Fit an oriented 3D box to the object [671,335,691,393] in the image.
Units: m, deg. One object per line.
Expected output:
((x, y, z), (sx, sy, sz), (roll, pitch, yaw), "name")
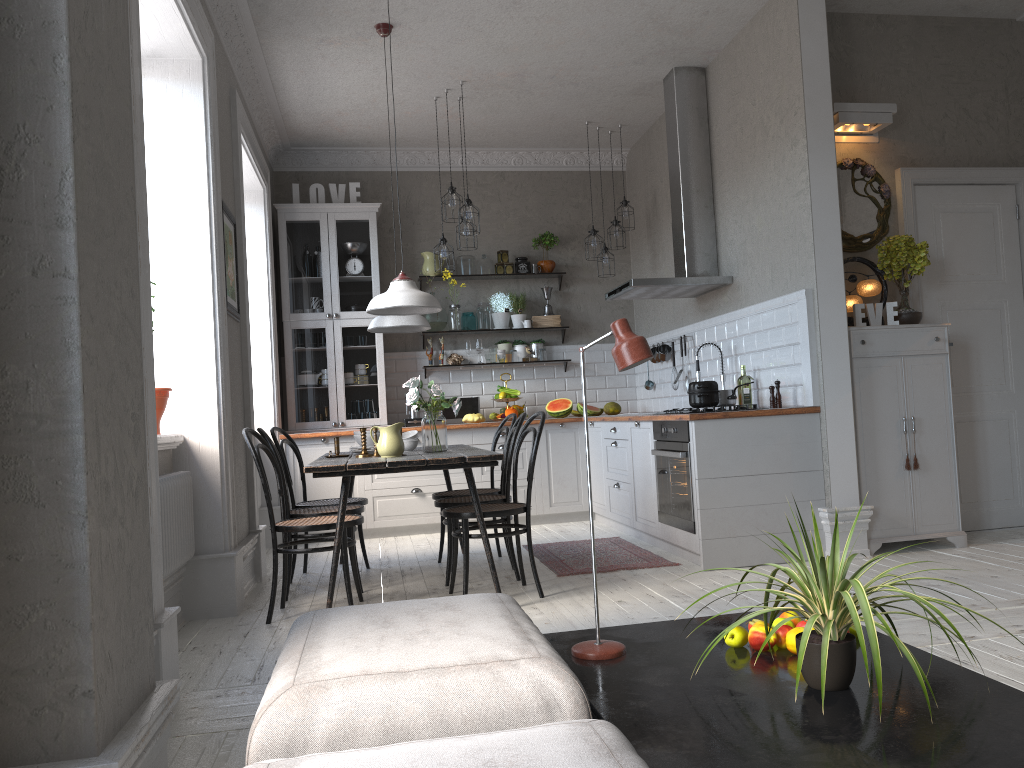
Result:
((1.281, -0.146, 6.805), (0.082, 0.443, 0.326), (-3, -2, -9), "object")

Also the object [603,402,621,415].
((0.885, 0.217, 7.813), (0.129, 0.119, 0.208), (-5, -3, 43), "object")

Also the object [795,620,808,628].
((0.735, 0.618, 2.206), (0.057, 0.058, 0.058), (-3, -2, -19), "object")

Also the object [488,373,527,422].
((-0.044, 0.114, 7.731), (0.358, 0.425, 0.346), (-2, -2, -25), "object")

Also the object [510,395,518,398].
((0.008, 0.122, 7.720), (0.077, 0.062, 0.098), (-2, -3, -37), "object")

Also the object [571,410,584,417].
((0.612, 0.262, 7.905), (0.199, 0.067, 0.103), (-3, -2, -4), "object")

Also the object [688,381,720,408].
((1.100, 0.058, 5.085), (0.194, 0.147, 0.189), (-2, -2, -31), "object")

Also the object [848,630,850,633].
((0.803, 0.613, 2.179), (0.057, 0.058, 0.056), (-4, -2, 14), "object")

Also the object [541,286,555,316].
((0.324, -0.756, 8.041), (0.133, 0.287, 0.128), (-2, -2, -25), "object")

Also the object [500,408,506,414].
((-0.060, 0.245, 7.795), (0.078, 0.076, 0.156), (-4, -2, 17), "object")

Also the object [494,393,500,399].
((-0.107, 0.120, 7.723), (0.097, 0.078, 0.099), (-2, -2, -23), "object")

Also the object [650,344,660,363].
((1.209, -0.254, 7.428), (0.108, 0.161, 0.137), (-3, -2, 2), "object")

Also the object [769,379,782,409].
((1.510, 0.057, 5.082), (0.073, 0.166, 0.035), (-3, -2, -11), "object")

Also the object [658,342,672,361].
((1.239, -0.264, 7.176), (0.108, 0.161, 0.137), (-3, -2, 7), "object")

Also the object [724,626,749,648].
((0.557, 0.630, 2.209), (0.070, 0.055, 0.058), (-1, -3, -43), "object")

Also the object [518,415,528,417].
((0.038, 0.276, 7.806), (0.213, 0.044, 0.055), (-4, -2, 27), "object")

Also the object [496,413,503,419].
((-0.103, 0.281, 7.695), (0.084, 0.057, 0.089), (-4, -2, 22), "object")

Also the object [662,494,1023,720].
((0.683, 0.437, 1.901), (0.728, 0.420, 0.666), (-4, -2, 8), "object")

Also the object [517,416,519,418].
((0.075, 0.279, 7.689), (0.088, 0.051, 0.069), (-5, -3, 37), "object")

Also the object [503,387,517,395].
((-0.011, 0.068, 7.782), (0.179, 0.096, 0.089), (-4, -2, 9), "object")

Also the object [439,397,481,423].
((-0.455, 0.233, 7.681), (0.354, 0.226, 0.087), (-3, -2, -11), "object")

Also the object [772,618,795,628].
((0.688, 0.622, 2.245), (0.060, 0.058, 0.063), (-5, -2, 34), "object")

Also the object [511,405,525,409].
((0.054, 0.209, 7.770), (0.128, 0.056, 0.059), (-3, -2, -18), "object")

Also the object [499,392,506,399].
((-0.082, 0.100, 7.654), (0.059, 0.069, 0.079), (-4, -2, 10), "object")

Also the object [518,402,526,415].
((0.083, 0.214, 7.767), (0.060, 0.120, 0.127), (-4, -2, 14), "object")

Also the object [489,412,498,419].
((-0.149, 0.282, 7.723), (0.075, 0.072, 0.153), (-4, -2, 20), "object")

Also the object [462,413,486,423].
((-0.323, 0.290, 7.500), (0.198, 0.083, 0.188), (-3, -2, -10), "object")

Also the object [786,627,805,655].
((0.687, 0.613, 2.110), (0.070, 0.066, 0.070), (-3, -2, 5), "object")

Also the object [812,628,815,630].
((0.750, 0.612, 2.146), (0.060, 0.063, 0.063), (-4, -2, 21), "object")

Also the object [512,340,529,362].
((0.075, -0.298, 8.013), (0.171, 0.214, 0.149), (-4, -2, 19), "object")

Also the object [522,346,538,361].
((0.164, -0.272, 7.940), (0.121, 0.147, 0.098), (-1, -3, -42), "object")

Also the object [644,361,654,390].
((1.181, -0.135, 7.680), (0.077, 0.378, 0.082), (-3, -2, -10), "object")

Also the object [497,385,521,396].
((-0.029, 0.056, 7.710), (0.211, 0.101, 0.067), (-3, -2, -5), "object")

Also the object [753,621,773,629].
((0.628, 0.625, 2.225), (0.058, 0.058, 0.057), (-2, -2, -27), "object")

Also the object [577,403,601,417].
((0.672, 0.219, 7.644), (0.228, 0.127, 0.146), (-2, -2, -28), "object")

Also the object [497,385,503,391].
((-0.096, 0.038, 7.702), (0.074, 0.058, 0.050), (-2, -2, -33), "object")

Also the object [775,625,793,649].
((0.672, 0.621, 2.178), (0.059, 0.056, 0.059), (-2, -2, -23), "object")

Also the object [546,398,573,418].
((0.408, 0.211, 7.644), (0.234, 0.174, 0.219), (-4, -2, 11), "object")

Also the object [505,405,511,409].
((-0.028, 0.232, 7.795), (0.086, 0.093, 0.086), (-3, -2, -14), "object")

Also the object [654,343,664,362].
((1.229, -0.259, 7.302), (0.109, 0.161, 0.136), (-3, -2, -8), "object")

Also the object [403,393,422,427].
((-0.830, 0.177, 7.522), (0.207, 0.370, 0.350), (-3, -2, -10), "object")

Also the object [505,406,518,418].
((-0.005, 0.246, 7.607), (0.115, 0.110, 0.109), (-1, -3, -43), "object")

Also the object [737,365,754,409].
((1.488, 0.021, 5.616), (0.090, 0.282, 0.081), (-3, -2, -10), "object")

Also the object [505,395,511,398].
((-0.042, 0.121, 7.676), (0.064, 0.061, 0.066), (-3, -2, -10), "object")

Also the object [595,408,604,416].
((0.744, 0.249, 7.834), (0.117, 0.073, 0.204), (-5, -3, 43), "object")

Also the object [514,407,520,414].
((0.022, 0.236, 7.689), (0.088, 0.078, 0.088), (-4, -2, 16), "object")

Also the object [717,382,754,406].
((1.331, 0.063, 5.361), (0.299, 0.134, 0.177), (-4, -2, 24), "object")

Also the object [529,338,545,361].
((0.237, -0.305, 8.053), (0.160, 0.213, 0.151), (-3, -2, -13), "object")

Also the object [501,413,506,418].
((-0.090, 0.290, 7.713), (0.071, 0.076, 0.225), (-2, -2, -27), "object")

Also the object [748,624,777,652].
((0.609, 0.619, 2.156), (0.067, 0.066, 0.070), (-3, -2, -5), "object")
